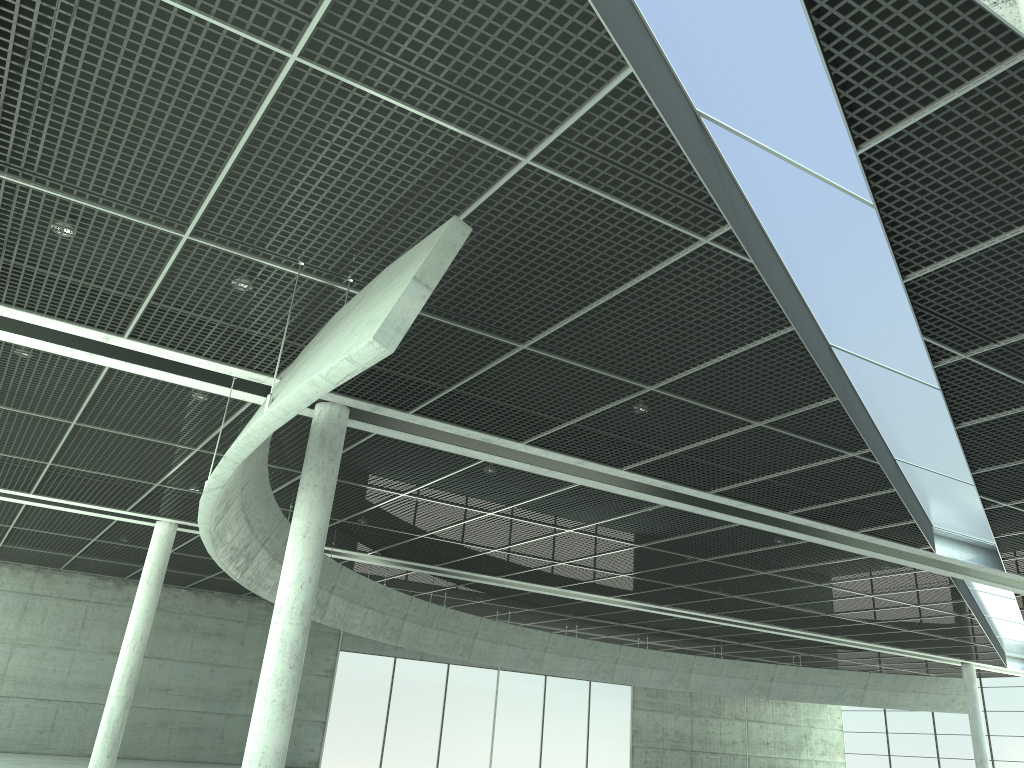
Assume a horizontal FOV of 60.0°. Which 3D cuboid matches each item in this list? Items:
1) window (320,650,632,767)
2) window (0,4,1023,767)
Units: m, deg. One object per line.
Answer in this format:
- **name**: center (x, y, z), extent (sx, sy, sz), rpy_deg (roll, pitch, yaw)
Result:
- **window**: center (-1.709, 35.694, 84.083), extent (33.485, 10.665, 0.159), rpy_deg (19, -28, -28)
- **window**: center (25.219, 17.488, 46.309), extent (100.655, 16.086, 99.664), rpy_deg (18, -28, -28)
